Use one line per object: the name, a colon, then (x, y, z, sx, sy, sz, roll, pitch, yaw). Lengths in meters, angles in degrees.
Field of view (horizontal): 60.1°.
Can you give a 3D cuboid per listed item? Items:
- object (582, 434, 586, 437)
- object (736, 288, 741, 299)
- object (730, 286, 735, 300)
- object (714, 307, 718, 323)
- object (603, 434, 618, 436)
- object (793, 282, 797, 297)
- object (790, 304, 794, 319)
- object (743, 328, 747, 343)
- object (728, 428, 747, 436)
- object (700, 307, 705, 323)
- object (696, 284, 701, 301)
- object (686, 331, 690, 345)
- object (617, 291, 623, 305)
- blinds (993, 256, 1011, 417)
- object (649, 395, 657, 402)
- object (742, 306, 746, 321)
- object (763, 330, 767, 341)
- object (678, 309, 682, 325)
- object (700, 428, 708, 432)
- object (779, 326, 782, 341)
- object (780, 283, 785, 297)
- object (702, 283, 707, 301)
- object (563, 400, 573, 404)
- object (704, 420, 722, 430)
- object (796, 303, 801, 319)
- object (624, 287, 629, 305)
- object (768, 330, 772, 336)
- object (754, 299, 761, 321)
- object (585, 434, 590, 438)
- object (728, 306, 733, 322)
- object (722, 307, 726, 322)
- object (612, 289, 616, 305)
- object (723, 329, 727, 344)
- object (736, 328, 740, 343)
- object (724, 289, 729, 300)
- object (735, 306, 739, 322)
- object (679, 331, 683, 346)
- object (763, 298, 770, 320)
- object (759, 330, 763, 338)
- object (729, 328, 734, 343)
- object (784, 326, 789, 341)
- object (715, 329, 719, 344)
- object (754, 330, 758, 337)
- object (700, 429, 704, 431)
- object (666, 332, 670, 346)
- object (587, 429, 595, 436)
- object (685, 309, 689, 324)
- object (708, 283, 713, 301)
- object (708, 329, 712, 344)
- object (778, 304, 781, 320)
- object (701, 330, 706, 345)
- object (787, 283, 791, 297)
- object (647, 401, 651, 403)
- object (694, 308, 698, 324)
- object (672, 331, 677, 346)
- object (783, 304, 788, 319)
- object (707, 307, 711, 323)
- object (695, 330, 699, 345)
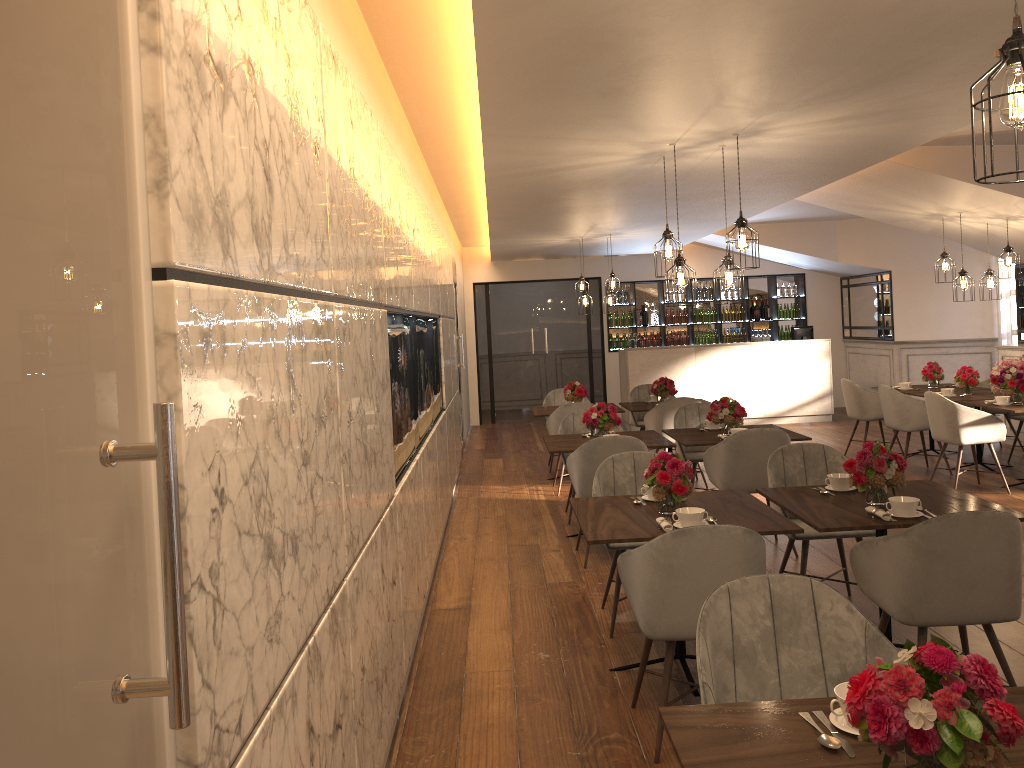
object: (0.556, 0.402, 6.935, 0.043, 0.015, 0.197, -3, 4, -5)
object: (3.741, -1.517, 14.608, 0.070, 0.235, 0.041, -3, 1, -1)
object: (3.640, -1.512, 14.606, 0.070, 0.235, 0.041, -3, 1, -1)
object: (3.368, -1.144, 14.635, 0.065, 0.263, 0.066, -3, 1, -22)
object: (0.714, 0.405, 6.348, 0.148, 0.072, 0.148, 0, 4, 41)
object: (4.672, -1.563, 14.625, 0.070, 0.235, 0.041, -3, 1, -1)
object: (4.633, -1.205, 14.658, 0.065, 0.261, 0.066, -3, 1, -22)
object: (3.850, -0.804, 14.647, 0.065, 0.261, 0.066, -3, 1, -22)
object: (1.632, 0.359, 6.365, 0.148, 0.072, 0.148, 0, 4, 41)
object: (3.147, -1.133, 14.631, 0.065, 0.263, 0.066, -3, 1, -22)
object: (3.065, -1.522, 14.595, 0.075, 0.310, 0.075, -2, 1, 31)
object: (2.903, -0.757, 14.630, 0.065, 0.261, 0.066, -3, 1, -22)
object: (1.774, -1.458, 14.572, 0.075, 0.310, 0.075, -2, 1, 42)
blinds: (6.626, -0.823, 11.410, 0.134, 2.697, 1.382, -3, 1, -1)
object: (1.539, 0.156, 9.471, 0.148, 0.072, 0.148, -2, 3, 22)
object: (3.832, -1.166, 14.643, 0.065, 0.261, 0.066, -3, 1, -22)
object: (4.193, -0.792, 14.653, 0.065, 0.208, 0.065, -2, 1, 44)
object: (2.775, -1.114, 14.624, 0.065, 0.261, 0.066, -3, 1, -22)
object: (1.509, 0.361, 6.945, 0.022, 0.004, 0.211, -3, 4, -1)
object: (4.430, -0.834, 14.657, 0.065, 0.263, 0.066, -3, 1, -22)
object: (4.471, -1.553, 14.621, 0.070, 0.235, 0.041, -3, 1, -1)
object: (3.170, -1.527, 14.597, 0.075, 0.310, 0.075, -3, 1, 10)
object: (0.621, 0.201, 9.454, 0.148, 0.072, 0.148, -2, 3, 22)
object: (1.585, 0.321, 6.973, 0.148, 0.072, 0.148, 0, 4, 41)
object: (4.743, -1.211, 14.660, 0.065, 0.261, 0.066, -3, 1, -22)
object: (1.879, -1.463, 14.574, 0.075, 0.310, 0.075, -3, 1, -44)
object: (4.271, -0.796, 14.654, 0.065, 0.208, 0.065, -2, 1, 44)
object: (4.047, -1.223, 14.625, 0.104, 0.359, 0.104, -3, 1, -39)
object: (0.592, 0.406, 6.929, 0.022, 0.004, 0.211, -3, 4, -1)
object: (3.611, -1.155, 14.639, 0.065, 0.261, 0.066, -3, 1, -22)
object: (3.501, -1.150, 14.637, 0.065, 0.261, 0.066, -3, 1, -22)
object: (1.670, -1.453, 14.570, 0.075, 0.310, 0.075, -2, 1, 24)
object: (3.518, -0.788, 14.641, 0.065, 0.261, 0.066, -3, 1, -22)
object: (3.739, -0.798, 14.645, 0.065, 0.261, 0.066, -3, 1, -22)
object: (3.540, -1.507, 14.605, 0.070, 0.235, 0.041, -3, 1, -1)
object: (3.722, -1.160, 14.641, 0.065, 0.261, 0.066, -3, 1, -22)
object: (2.793, -0.752, 14.628, 0.065, 0.261, 0.066, -3, 1, -22)
object: (4.203, -1.233, 14.624, 0.104, 0.359, 0.104, -2, 1, 26)
object: (4.115, -0.788, 14.652, 0.065, 0.208, 0.065, -2, 1, 44)
object: (3.629, -0.793, 14.643, 0.065, 0.261, 0.066, -3, 1, -22)
object: (4.540, -0.838, 14.659, 0.065, 0.261, 0.066, -3, 1, -22)
object: (3.385, -0.781, 14.638, 0.065, 0.261, 0.066, -3, 1, -22)
object: (4.037, -0.784, 14.650, 0.065, 0.208, 0.065, -2, 1, 44)
object: (1.474, 0.357, 6.951, 0.043, 0.015, 0.197, -3, 4, -5)
object: (2.572, -0.741, 14.624, 0.065, 0.261, 0.066, -3, 1, -22)
object: (0.667, 0.366, 6.956, 0.148, 0.072, 0.148, 0, 4, 41)
object: (2.886, -1.119, 14.626, 0.065, 0.261, 0.066, -3, 1, -22)
object: (3.274, -1.532, 14.599, 0.075, 0.310, 0.075, -3, 1, 10)
object: (3.275, -0.775, 14.636, 0.065, 0.261, 0.066, -3, 1, -22)
object: (4.412, -1.196, 14.654, 0.065, 0.263, 0.066, -3, 1, -22)
object: (3.165, -0.770, 14.634, 0.065, 0.261, 0.066, -3, 1, -22)
object: (4.572, -1.558, 14.623, 0.070, 0.235, 0.041, -3, 1, -1)
object: (1.463, 0.196, 9.443, 0.022, 0.004, 0.211, -3, 4, -1)
object: (3.037, -1.127, 14.629, 0.065, 0.261, 0.066, -3, 1, -22)
object: (2.683, -0.746, 14.626, 0.065, 0.261, 0.066, -3, 1, -22)
object: (4.523, -1.200, 14.656, 0.065, 0.261, 0.066, -3, 1, -22)
object: (3.257, -1.139, 14.633, 0.065, 0.263, 0.066, -3, 1, -22)
object: (3.054, -0.765, 14.632, 0.065, 0.261, 0.066, -3, 1, -22)
